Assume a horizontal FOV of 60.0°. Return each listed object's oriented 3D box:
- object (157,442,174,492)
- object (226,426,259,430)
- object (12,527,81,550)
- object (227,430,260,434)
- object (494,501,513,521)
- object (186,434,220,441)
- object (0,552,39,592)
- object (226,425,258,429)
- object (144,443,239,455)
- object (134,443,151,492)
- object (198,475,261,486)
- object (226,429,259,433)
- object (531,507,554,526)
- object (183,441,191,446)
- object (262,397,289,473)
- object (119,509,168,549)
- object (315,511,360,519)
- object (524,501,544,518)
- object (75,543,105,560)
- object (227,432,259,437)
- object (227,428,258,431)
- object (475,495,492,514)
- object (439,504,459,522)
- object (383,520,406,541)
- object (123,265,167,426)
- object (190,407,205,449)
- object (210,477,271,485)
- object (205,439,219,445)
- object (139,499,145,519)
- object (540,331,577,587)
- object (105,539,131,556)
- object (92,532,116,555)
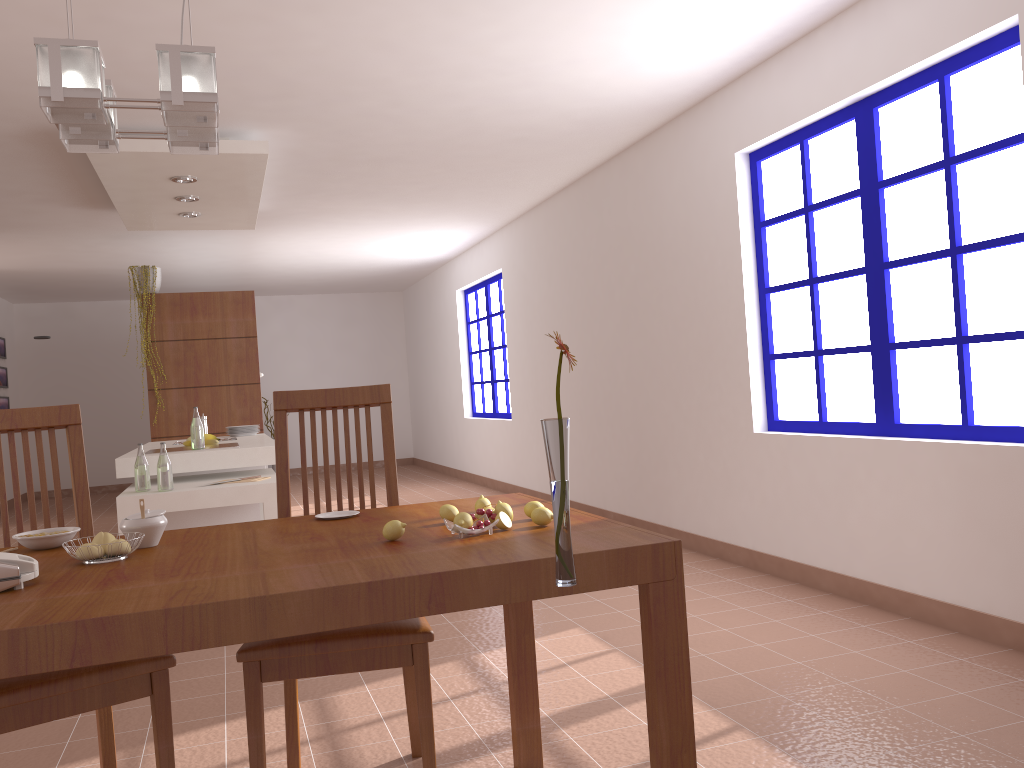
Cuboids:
[{"bbox_3d":[-1.647,0.392,4.202,0.071,0.230,0.071,-4,0,-37],"label":"object"},{"bbox_3d":[-1.991,0.331,6.560,0.228,0.020,0.228,-4,0,-36],"label":"object"},{"bbox_3d":[-1.040,0.349,1.986,0.136,0.036,0.136,-4,0,30],"label":"object"},{"bbox_3d":[-1.989,0.362,6.560,0.228,0.020,0.228,-4,0,-36],"label":"object"},{"bbox_3d":[-0.018,0.270,1.865,0.039,0.049,0.039,-4,0,-10],"label":"object"},{"bbox_3d":[-1.876,0.328,5.404,0.207,0.055,0.047,-4,0,-41],"label":"object"},{"bbox_3d":[-0.941,0.328,1.553,0.195,0.062,0.176,-4,0,-33],"label":"object"},{"bbox_3d":[-1.992,0.321,6.560,0.228,0.020,0.228,-4,0,-36],"label":"object"},{"bbox_3d":[-1.801,0.364,5.011,0.493,0.006,0.551,-4,0,-18],"label":"object"},{"bbox_3d":[-1.780,0.401,4.262,0.071,0.230,0.071,-4,0,-37],"label":"object"},{"bbox_3d":[-1.404,0.482,4.422,0.041,0.008,0.375,-4,0,39],"label":"object"},{"bbox_3d":[-1.990,0.351,6.560,0.228,0.020,0.228,-4,0,-36],"label":"object"},{"bbox_3d":[0.062,0.272,1.825,0.043,0.038,0.043,-4,0,-29],"label":"object"},{"bbox_3d":[-1.955,0.360,5.381,0.060,0.033,0.207,-4,0,-38],"label":"object"},{"bbox_3d":[-3.205,0.721,11.847,0.655,1.112,0.284,-4,0,1],"label":"object"},{"bbox_3d":[-0.793,0.311,1.910,0.096,0.079,0.096,-4,0,-23],"label":"object"},{"bbox_3d":[-0.428,0.322,2.174,0.108,0.008,0.108,-4,0,37],"label":"object"},{"bbox_3d":[0.049,0.273,1.928,0.043,0.038,0.043,-4,0,-29],"label":"object"},{"bbox_3d":[-0.834,0.330,1.752,0.061,0.032,0.048,-4,0,41],"label":"object"},{"bbox_3d":[-1.989,0.372,6.560,0.228,0.020,0.228,-4,0,-36],"label":"object"},{"bbox_3d":[-1.991,0.341,6.560,0.228,0.020,0.228,-4,0,-36],"label":"object"},{"bbox_3d":[-0.066,0.278,2.012,0.038,0.053,0.039,-4,0,17],"label":"object"},{"bbox_3d":[-0.138,0.285,1.954,0.041,0.041,0.042,-4,0,-43],"label":"object"},{"bbox_3d":[-0.236,0.292,1.770,0.041,0.041,0.042,-4,0,-32],"label":"object"},{"bbox_3d":[-3.026,-0.311,7.372,0.279,1.344,0.297,-4,0,31],"label":"object"},{"bbox_3d":[-1.714,0.239,4.825,0.071,0.230,0.071,-4,0,-37],"label":"object"},{"bbox_3d":[-1.364,0.486,4.463,0.266,0.006,0.168,-4,0,-1],"label":"object"},{"bbox_3d":[-1.848,0.353,5.388,0.207,0.033,0.060,-4,0,27],"label":"object"},{"bbox_3d":[-0.780,0.279,1.876,0.010,0.075,0.015,-4,0,-18],"label":"object"},{"bbox_3d":[0.077,0.107,1.263,0.050,0.365,0.085,-4,0,-21],"label":"object"},{"bbox_3d":[-0.791,0.327,1.778,0.048,0.033,0.060,-4,0,-19],"label":"object"},{"bbox_3d":[-0.833,0.325,1.812,0.048,0.044,0.055,-4,0,-38],"label":"object"}]
